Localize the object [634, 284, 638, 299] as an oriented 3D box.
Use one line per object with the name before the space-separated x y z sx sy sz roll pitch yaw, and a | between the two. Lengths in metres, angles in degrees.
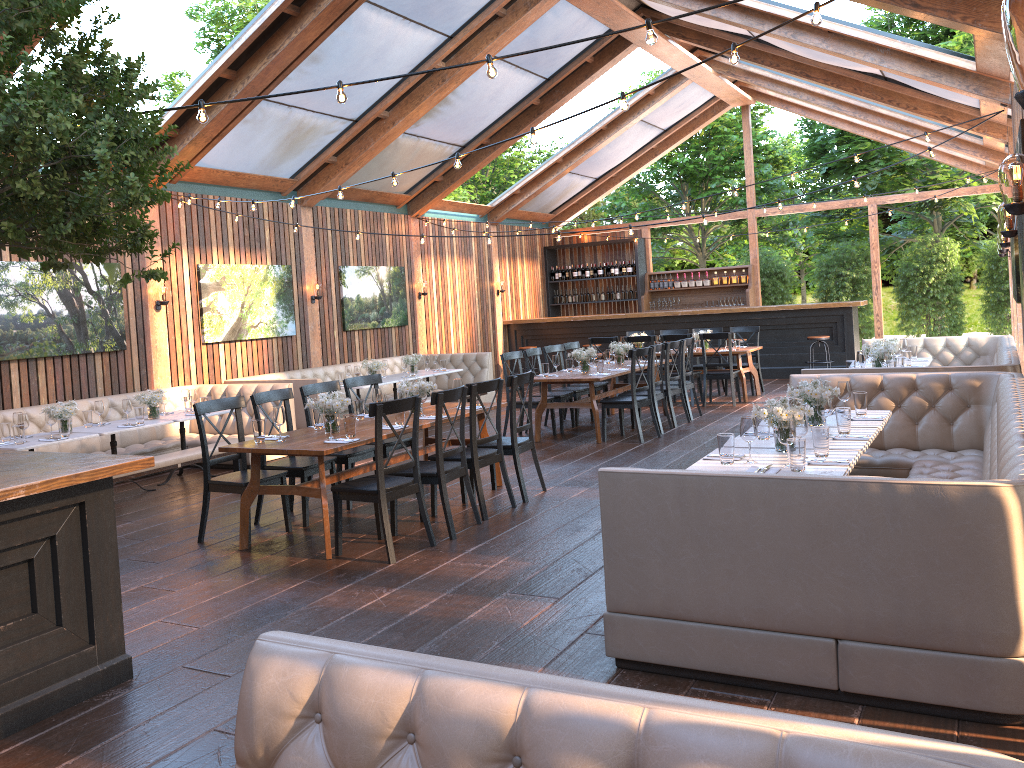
object | 2.645 -1.966 18.825 0.094 0.308 0.094 -5 2 -35

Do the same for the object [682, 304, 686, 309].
object | 3.630 -1.634 18.597 0.124 0.096 0.124 -1 5 40

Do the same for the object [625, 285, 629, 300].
object | 2.453 -1.961 18.905 0.094 0.308 0.094 -3 2 25

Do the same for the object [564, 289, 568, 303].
object | 1.205 -1.948 19.644 0.095 0.308 0.094 -5 2 -34

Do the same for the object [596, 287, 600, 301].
object | 1.871 -1.954 19.244 0.094 0.308 0.094 -3 2 29

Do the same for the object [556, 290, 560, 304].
object | 1.017 -1.940 19.695 0.094 0.308 0.094 -3 2 34

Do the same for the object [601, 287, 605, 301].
object | 1.968 -1.954 19.170 0.094 0.308 0.094 -3 2 26

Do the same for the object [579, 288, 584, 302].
object | 1.530 -1.952 19.459 0.094 0.308 0.094 -3 2 25

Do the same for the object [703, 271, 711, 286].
object | 4.045 -2.181 18.354 0.138 0.310 0.138 -2 2 33

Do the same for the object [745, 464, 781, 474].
object | 1.253 0.429 4.430 0.157 0.019 0.256 -1 6 29

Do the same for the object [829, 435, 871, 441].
object | 1.985 0.312 5.229 0.255 0.019 0.158 -1 6 29

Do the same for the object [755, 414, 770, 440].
object | 1.525 0.258 5.375 0.091 0.158 0.092 -3 2 15

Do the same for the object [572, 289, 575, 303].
object | 1.371 -1.951 19.567 0.094 0.308 0.094 -4 2 -7

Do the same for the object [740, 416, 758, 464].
object | 1.254 0.295 4.675 0.092 0.244 0.092 -4 2 -13

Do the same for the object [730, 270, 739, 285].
object | 4.540 -2.173 18.051 0.176 0.288 0.110 -3 2 24

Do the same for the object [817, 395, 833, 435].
object | 1.901 0.191 5.373 0.092 0.244 0.092 -4 2 -13

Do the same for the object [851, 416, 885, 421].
object | 2.357 0.226 5.921 0.255 0.019 0.158 -1 6 29

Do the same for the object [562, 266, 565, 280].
object | 1.135 -2.447 19.561 0.077 0.309 0.077 -3 2 7

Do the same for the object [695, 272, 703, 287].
object | 3.896 -2.177 18.412 0.138 0.310 0.138 -3 2 23

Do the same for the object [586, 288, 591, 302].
object | 1.665 -1.948 19.324 0.094 0.308 0.094 -3 2 30

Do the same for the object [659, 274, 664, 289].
object | 3.191 -2.175 18.839 0.094 0.318 0.095 -3 2 24

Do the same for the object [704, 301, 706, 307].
object | 4.040 -1.655 18.341 0.097 0.134 0.097 -3 3 15

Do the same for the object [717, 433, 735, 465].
object | 1.135 0.344 4.683 0.091 0.158 0.092 -3 2 15

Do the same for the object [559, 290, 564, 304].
object | 1.100 -1.943 19.659 0.094 0.308 0.094 -4 2 -6

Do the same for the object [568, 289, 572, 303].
object | 1.287 -1.949 19.596 0.094 0.308 0.094 -3 2 26

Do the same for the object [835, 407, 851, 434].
object | 2.022 0.225 5.394 0.091 0.158 0.092 -3 2 15

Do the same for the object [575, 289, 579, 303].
object | 1.424 -1.946 19.471 0.094 0.308 0.094 -5 2 -40

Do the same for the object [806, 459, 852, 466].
object | 1.611 0.396 4.549 0.255 0.019 0.158 -1 6 29

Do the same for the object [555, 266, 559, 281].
object | 1.005 -2.462 19.689 0.087 0.334 0.088 -3 2 9

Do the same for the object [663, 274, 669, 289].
object | 3.263 -2.173 18.760 0.094 0.318 0.095 -3 2 24

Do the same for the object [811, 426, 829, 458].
object | 1.648 0.309 4.718 0.091 0.158 0.092 -3 2 15

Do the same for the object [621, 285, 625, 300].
object | 2.376 -1.962 18.980 0.094 0.308 0.094 -5 2 -40

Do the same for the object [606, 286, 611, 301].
object | 2.080 -1.958 19.136 0.095 0.308 0.094 -5 2 -34

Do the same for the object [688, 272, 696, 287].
object | 3.767 -2.176 18.490 0.138 0.310 0.138 -2 2 33

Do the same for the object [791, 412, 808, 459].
object | 1.533 0.274 4.714 0.092 0.244 0.092 -4 2 -13

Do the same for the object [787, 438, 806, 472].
object | 1.415 0.353 4.392 0.091 0.158 0.092 -3 2 15

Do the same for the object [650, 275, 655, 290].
object | 3.010 -2.172 18.935 0.094 0.318 0.095 -3 2 29

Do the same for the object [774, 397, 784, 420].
object | 1.638 0.206 5.390 0.092 0.244 0.092 -4 2 -13

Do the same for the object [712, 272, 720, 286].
object | 4.209 -2.170 18.253 0.176 0.288 0.110 -3 2 24

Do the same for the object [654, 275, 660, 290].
object | 3.087 -2.171 18.861 0.094 0.318 0.095 -2 2 44

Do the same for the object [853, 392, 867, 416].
object | 2.404 0.137 6.099 0.091 0.158 0.092 -3 2 15

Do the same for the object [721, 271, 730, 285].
object | 4.390 -2.175 18.179 0.176 0.288 0.110 -2 2 34

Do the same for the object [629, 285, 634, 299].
object | 2.538 -1.960 18.844 0.094 0.308 0.094 -3 2 30

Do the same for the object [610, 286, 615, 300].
object | 2.164 -1.955 19.049 0.094 0.308 0.094 -4 2 -6

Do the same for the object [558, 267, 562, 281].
object | 1.068 -2.446 19.622 0.077 0.306 0.077 -5 2 -45

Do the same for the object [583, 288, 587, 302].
object | 1.608 -1.951 19.400 0.094 0.308 0.094 -5 2 -35

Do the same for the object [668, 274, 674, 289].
object | 3.364 -2.176 18.724 0.094 0.318 0.095 -2 2 39

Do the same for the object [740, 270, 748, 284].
object | 4.720 -2.179 17.991 0.176 0.288 0.110 -2 2 34

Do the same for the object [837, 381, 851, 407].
object | 2.280 0.105 6.071 0.092 0.244 0.092 -3 2 32

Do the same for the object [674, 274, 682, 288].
object | 3.495 -2.173 18.651 0.138 0.310 0.138 -2 2 33

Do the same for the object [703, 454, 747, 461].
object | 1.185 0.396 4.850 0.255 0.019 0.158 -1 6 29

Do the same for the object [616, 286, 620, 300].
object | 2.272 -1.959 19.019 0.094 0.308 0.094 -4 2 -7

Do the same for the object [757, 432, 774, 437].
object | 1.566 0.310 5.545 0.255 0.019 0.158 -1 6 29

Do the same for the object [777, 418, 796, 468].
object | 1.403 0.300 4.509 0.092 0.244 0.092 -4 2 -13

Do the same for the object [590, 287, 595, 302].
object | 1.750 -1.948 19.257 0.094 0.308 0.095 -3 2 11

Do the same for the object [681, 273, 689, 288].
object | 3.630 -2.174 18.572 0.138 0.310 0.138 -3 2 29
